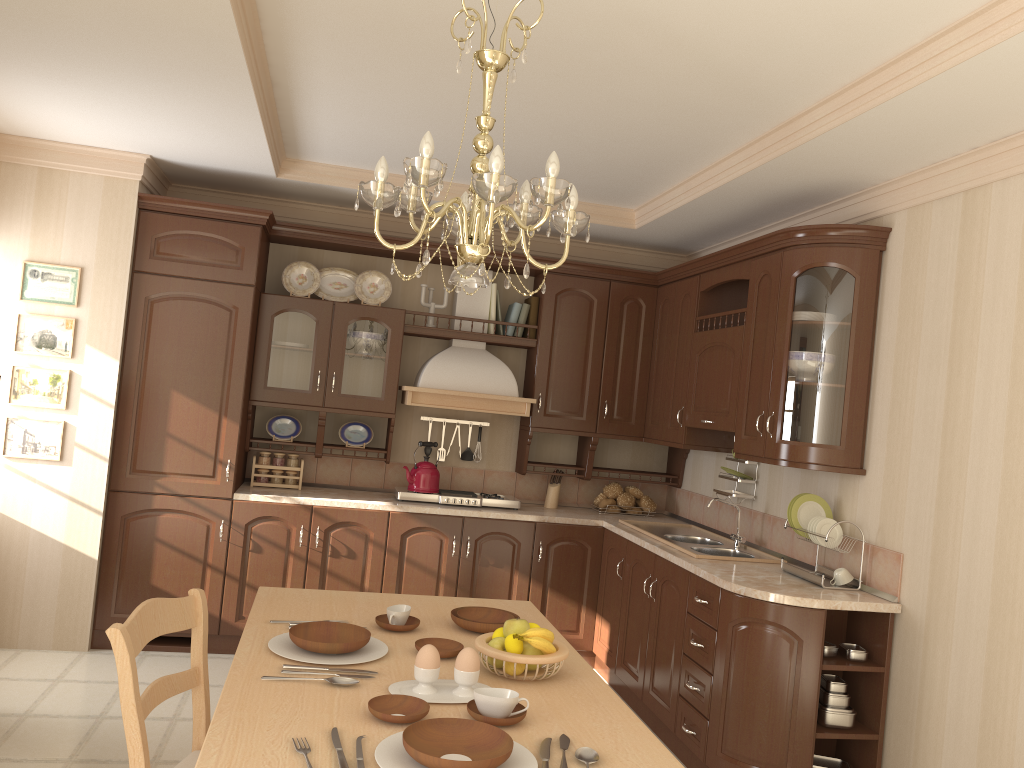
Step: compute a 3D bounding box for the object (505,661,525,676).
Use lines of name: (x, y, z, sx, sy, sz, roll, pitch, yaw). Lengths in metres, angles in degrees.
object: (0.004, 0.681, 2.143, 0.055, 0.046, 0.046, 5, -1, 21)

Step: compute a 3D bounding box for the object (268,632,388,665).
object: (-0.462, 0.665, 2.238, 0.299, 0.009, 0.299, 6, -1, -13)

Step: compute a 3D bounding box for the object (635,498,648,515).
object: (0.802, 0.757, 5.489, 0.091, 0.100, 0.125, 6, -1, -16)

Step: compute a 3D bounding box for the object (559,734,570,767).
object: (0.101, 0.712, 1.705, 0.022, 0.004, 0.216, 6, -1, 4)

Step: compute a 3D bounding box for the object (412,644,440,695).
object: (-0.191, 0.638, 1.995, 0.058, 0.104, 0.058, 7, -2, -33)

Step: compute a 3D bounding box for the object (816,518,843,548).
object: (1.302, 0.613, 3.641, 0.123, 0.119, 0.034, 6, -1, -11)

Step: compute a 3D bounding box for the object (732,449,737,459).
object: (1.194, 0.374, 4.692, 0.049, 0.051, 0.044, 7, -2, -43)

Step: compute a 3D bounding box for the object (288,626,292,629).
object: (-0.495, 0.667, 2.407, 0.218, 0.008, 0.022, 6, -1, -9)

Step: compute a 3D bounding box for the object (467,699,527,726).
object: (-0.033, 0.691, 1.858, 0.126, 0.026, 0.127, 6, -1, -20)

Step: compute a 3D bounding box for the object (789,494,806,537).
object: (1.277, 0.566, 3.802, 0.193, 0.188, 0.047, 6, -1, -10)

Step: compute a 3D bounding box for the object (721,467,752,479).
object: (1.166, 0.463, 4.599, 0.167, 0.051, 0.174, 6, -1, -11)

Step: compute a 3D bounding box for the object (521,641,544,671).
object: (0.045, 0.671, 2.189, 0.077, 0.065, 0.076, 7, -2, -35)

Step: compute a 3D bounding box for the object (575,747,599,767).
object: (0.137, 0.711, 1.624, 0.047, 0.011, 0.219, 6, -1, 5)

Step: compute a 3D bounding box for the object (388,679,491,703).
object: (-0.155, 0.692, 1.993, 0.245, 0.005, 0.157, 6, -1, -15)

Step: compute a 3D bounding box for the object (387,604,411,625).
object: (-0.322, 0.660, 2.493, 0.063, 0.055, 0.119, 5, -1, 17)

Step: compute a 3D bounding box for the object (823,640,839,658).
object: (1.208, 1.030, 3.460, 0.084, 0.045, 0.120, 6, -1, -25)

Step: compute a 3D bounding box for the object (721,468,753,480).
object: (1.164, 0.466, 4.598, 0.167, 0.051, 0.174, 6, -1, -11)

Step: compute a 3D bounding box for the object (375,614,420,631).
object: (-0.323, 0.677, 2.499, 0.126, 0.026, 0.127, 5, -1, 16)

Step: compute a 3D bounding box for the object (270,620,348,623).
object: (-0.564, 0.663, 2.473, 0.218, 0.004, 0.028, 6, -1, -21)

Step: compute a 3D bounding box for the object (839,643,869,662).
object: (1.323, 1.041, 3.439, 0.084, 0.045, 0.120, 6, -1, 0)

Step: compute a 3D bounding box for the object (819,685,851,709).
object: (1.244, 1.213, 3.449, 0.106, 0.057, 0.152, 6, -1, 0)

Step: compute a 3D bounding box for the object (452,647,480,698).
object: (-0.102, 0.647, 2.004, 0.058, 0.104, 0.058, 7, -2, -33)

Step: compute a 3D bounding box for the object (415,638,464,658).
object: (-0.189, 0.685, 2.288, 0.127, 0.026, 0.126, 4, -2, 44)

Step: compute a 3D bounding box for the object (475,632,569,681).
object: (0.022, 0.681, 2.205, 0.235, 0.068, 0.235, 5, -2, 36)

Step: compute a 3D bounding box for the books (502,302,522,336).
books: (-0.007, -0.383, 5.376, 0.086, 0.209, 0.205, 6, -1, -11)

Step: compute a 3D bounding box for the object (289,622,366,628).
object: (-0.505, 0.667, 2.444, 0.212, 0.008, 0.018, 6, -1, -12)

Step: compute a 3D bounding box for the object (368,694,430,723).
object: (-0.233, 0.670, 1.817, 0.126, 0.026, 0.127, 6, -1, -20)

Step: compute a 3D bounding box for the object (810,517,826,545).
object: (1.294, 0.613, 3.682, 0.123, 0.119, 0.034, 6, -1, -9)

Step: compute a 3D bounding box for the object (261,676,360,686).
object: (-0.450, 0.660, 1.980, 0.219, 0.011, 0.047, 6, -1, -3)

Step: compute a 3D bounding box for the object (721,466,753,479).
object: (1.167, 0.460, 4.599, 0.167, 0.051, 0.174, 6, -1, -11)

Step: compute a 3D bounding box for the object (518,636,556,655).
object: (0.074, 0.651, 2.162, 0.064, 0.094, 0.176, 5, -1, 25)

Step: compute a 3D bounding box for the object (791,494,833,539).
object: (1.280, 0.566, 3.784, 0.193, 0.188, 0.047, 6, -1, -10)

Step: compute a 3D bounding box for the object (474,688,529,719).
object: (-0.024, 0.676, 1.859, 0.119, 0.055, 0.063, 6, -1, 2)

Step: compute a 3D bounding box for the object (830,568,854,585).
object: (1.338, 0.780, 3.582, 0.073, 0.072, 0.085, 5, -2, 43)

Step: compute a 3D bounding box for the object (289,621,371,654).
object: (-0.461, 0.647, 2.240, 0.204, 0.042, 0.204, 6, -1, -11)

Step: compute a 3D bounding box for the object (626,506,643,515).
object: (0.747, 0.775, 5.433, 0.103, 0.060, 0.105, 6, -1, -16)

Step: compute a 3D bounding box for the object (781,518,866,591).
object: (1.287, 0.680, 3.683, 0.172, 0.275, 0.359, 6, -1, -10)

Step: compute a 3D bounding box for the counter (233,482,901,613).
counter: (-0.052, 0.714, 4.253, 2.603, 0.034, 2.422, 6, -1, -11)

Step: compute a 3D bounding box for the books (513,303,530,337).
books: (0.045, -0.378, 5.378, 0.080, 0.209, 0.205, 6, -1, -11)

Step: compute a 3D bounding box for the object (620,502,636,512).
object: (0.710, 0.749, 5.479, 0.114, 0.094, 0.098, 6, -1, -31)

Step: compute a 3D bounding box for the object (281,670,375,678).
object: (-0.421, 0.667, 2.037, 0.216, 0.004, 0.022, 6, -1, -6)

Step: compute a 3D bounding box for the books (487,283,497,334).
books: (-0.125, -0.445, 5.351, 0.042, 0.305, 0.194, 6, -1, -11)

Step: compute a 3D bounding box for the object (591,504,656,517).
object: (0.682, 0.769, 5.444, 0.364, 0.060, 0.199, 6, -1, -11)

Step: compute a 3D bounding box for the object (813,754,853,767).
object: (1.216, 1.504, 3.443, 0.208, 0.077, 0.145, 5, -1, 13)

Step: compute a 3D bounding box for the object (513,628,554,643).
object: (0.067, 0.632, 2.181, 0.066, 0.085, 0.184, 5, -1, 26)

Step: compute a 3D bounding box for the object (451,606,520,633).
object: (-0.079, 0.695, 2.590, 0.204, 0.042, 0.204, 5, -1, 28)

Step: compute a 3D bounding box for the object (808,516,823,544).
object: (1.290, 0.613, 3.703, 0.123, 0.119, 0.034, 6, -1, -11)

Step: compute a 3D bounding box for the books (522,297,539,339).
books: (0.111, -0.394, 5.394, 0.052, 0.254, 0.205, 6, -1, -11)

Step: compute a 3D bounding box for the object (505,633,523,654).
object: (0.005, 0.634, 2.155, 0.045, 0.053, 0.051, 6, -1, -23)

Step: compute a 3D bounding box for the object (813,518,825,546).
object: (1.298, 0.613, 3.661, 0.123, 0.119, 0.034, 6, -1, -11)

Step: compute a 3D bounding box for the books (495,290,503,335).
books: (-0.090, -0.423, 5.365, 0.068, 0.271, 0.194, 6, -1, -11)

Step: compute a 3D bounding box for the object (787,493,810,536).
object: (1.273, 0.566, 3.820, 0.193, 0.188, 0.047, 6, -1, -10)

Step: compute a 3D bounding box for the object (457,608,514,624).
object: (-0.078, 0.691, 2.588, 0.168, 0.034, 0.168, 6, -1, 0)

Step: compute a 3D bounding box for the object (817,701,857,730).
object: (1.238, 1.272, 3.448, 0.145, 0.077, 0.208, 6, -1, 0)

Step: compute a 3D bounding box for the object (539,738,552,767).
object: (0.062, 0.706, 1.669, 0.023, 0.008, 0.221, 6, -1, 4)

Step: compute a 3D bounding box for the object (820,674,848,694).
object: (1.248, 1.166, 3.450, 0.084, 0.045, 0.120, 6, -1, 0)

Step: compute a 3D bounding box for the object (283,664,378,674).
object: (-0.423, 0.666, 2.073, 0.221, 0.008, 0.023, 6, -1, -6)
